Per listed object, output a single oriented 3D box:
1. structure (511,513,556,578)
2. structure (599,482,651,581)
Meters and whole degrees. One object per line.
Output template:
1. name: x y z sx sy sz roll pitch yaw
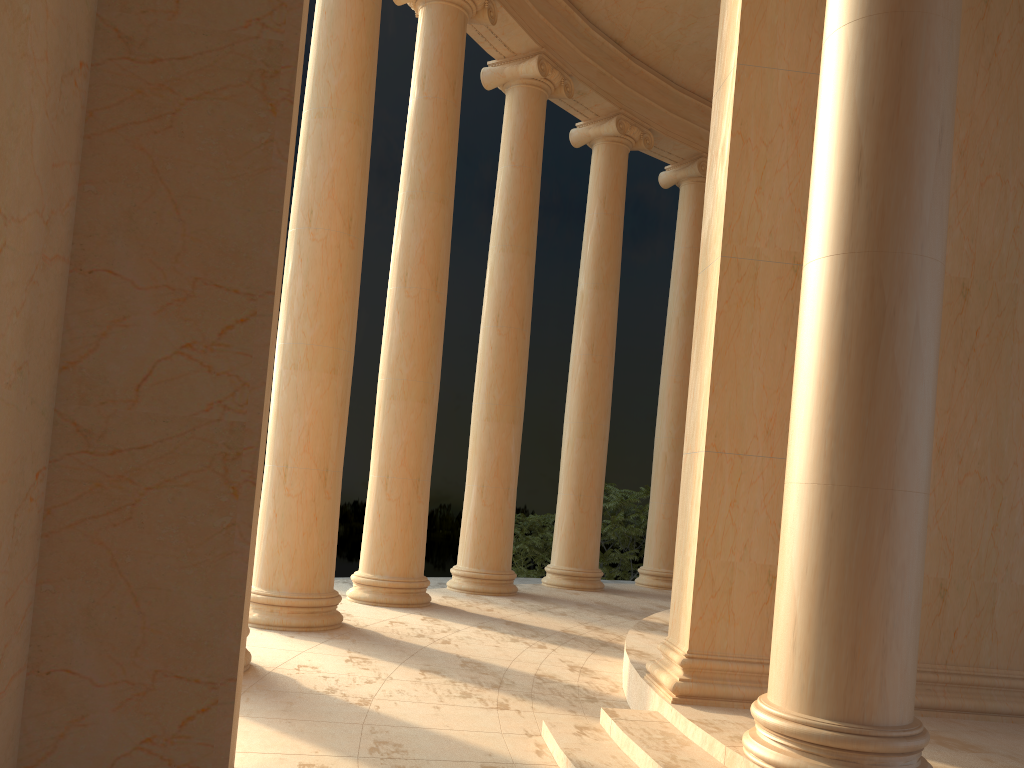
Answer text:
1. structure: 19.299 312.673 1520.774 149.072 187.726 156.436 5 -4 8
2. structure: 207.564 327.133 1608.417 247.221 298.536 238.507 5 -4 -2
